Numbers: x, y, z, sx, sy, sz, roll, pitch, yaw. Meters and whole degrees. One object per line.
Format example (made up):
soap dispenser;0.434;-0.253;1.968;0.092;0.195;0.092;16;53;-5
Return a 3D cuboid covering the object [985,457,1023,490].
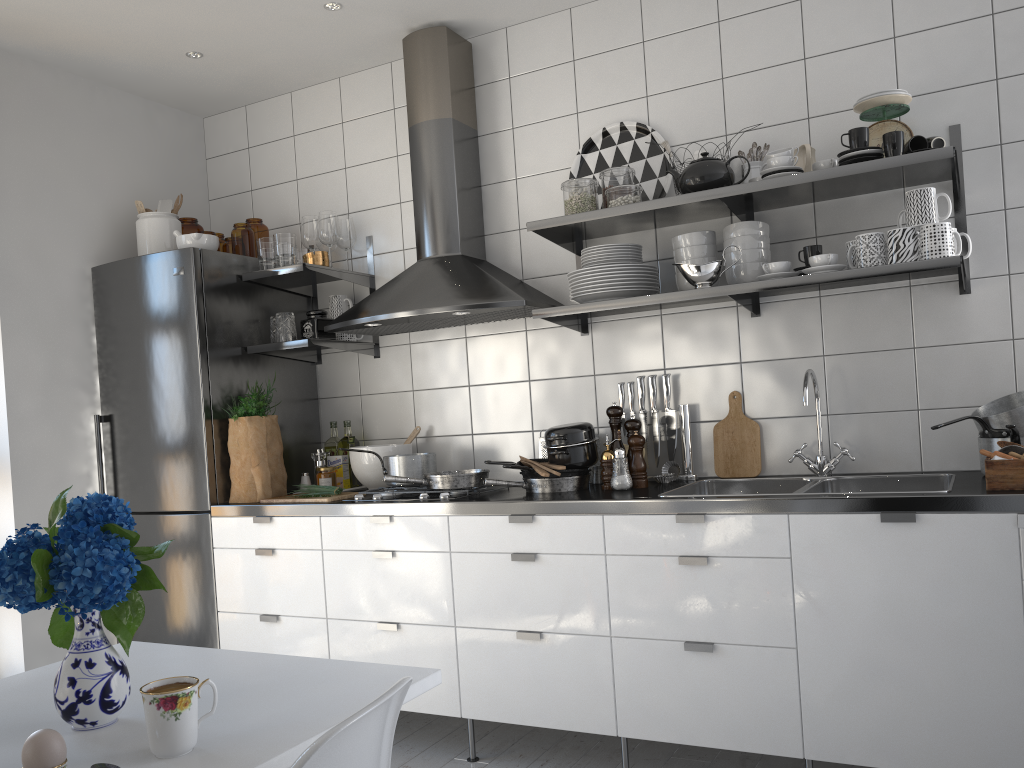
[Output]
object;1.345;0.200;2.192;0.301;0.100;0.211;-5;-2;30

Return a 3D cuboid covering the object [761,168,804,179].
object;0.796;-0.607;2.606;0.121;0.021;0.121;-5;-2;32

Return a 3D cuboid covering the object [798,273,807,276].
object;0.920;-0.326;2.689;0.121;0.021;0.121;-3;-2;-27

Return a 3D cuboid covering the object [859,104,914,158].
object;1.115;-0.711;2.641;0.159;0.208;0.185;-4;-1;28

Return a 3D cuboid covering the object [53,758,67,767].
object;-0.552;0.478;1.050;0.048;0.057;0.048;-4;-1;-21

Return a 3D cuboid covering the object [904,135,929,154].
object;1.116;-0.650;2.454;0.069;0.058;0.080;-4;-1;1

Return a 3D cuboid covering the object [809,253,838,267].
object;0.888;-0.341;2.526;0.079;0.048;0.082;-5;-2;40

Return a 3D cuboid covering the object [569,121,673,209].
object;0.385;-0.737;3.157;0.395;0.393;0.053;-4;0;28

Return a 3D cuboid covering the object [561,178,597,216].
object;0.224;-0.603;2.928;0.121;0.130;0.121;-4;-1;14

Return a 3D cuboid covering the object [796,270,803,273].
object;0.919;-0.335;2.688;0.121;0.023;0.121;-4;-2;-1

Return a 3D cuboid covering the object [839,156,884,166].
object;0.983;-0.613;2.491;0.121;0.021;0.121;-4;-2;5

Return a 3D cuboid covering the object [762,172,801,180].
object;0.797;-0.597;2.606;0.121;0.021;0.121;-5;-2;32

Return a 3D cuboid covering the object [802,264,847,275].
object;0.891;-0.320;2.527;0.121;0.021;0.121;-5;-2;32

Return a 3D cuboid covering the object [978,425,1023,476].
object;1.405;0.177;2.413;0.200;0.154;0.348;-4;-2;12

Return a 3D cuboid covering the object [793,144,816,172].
object;0.908;-0.665;2.762;0.115;0.152;0.127;-3;-1;-36

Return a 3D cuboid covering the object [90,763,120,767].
object;-0.496;0.507;1.144;0.140;0.011;0.032;-5;-2;31

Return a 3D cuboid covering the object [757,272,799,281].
object;0.784;-0.310;2.612;0.121;0.021;0.121;-5;-2;25

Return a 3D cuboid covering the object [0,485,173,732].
object;-0.672;0.344;1.389;0.266;0.377;0.236;-4;0;30

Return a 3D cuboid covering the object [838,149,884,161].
object;0.982;-0.632;2.490;0.121;0.023;0.121;-3;-2;-31

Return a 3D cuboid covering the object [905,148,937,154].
object;1.133;-0.625;2.450;0.121;0.021;0.121;-5;-2;32

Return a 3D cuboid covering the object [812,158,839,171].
object;0.924;-0.626;2.606;0.079;0.048;0.082;-5;-2;40

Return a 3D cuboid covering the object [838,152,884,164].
object;0.982;-0.623;2.491;0.121;0.021;0.121;-5;-2;32

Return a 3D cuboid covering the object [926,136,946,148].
object;1.153;-0.659;2.448;0.069;0.059;0.082;-4;-1;6

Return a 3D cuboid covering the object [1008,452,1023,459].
object;1.322;0.206;2.150;0.030;0.084;0.220;-4;-1;-37

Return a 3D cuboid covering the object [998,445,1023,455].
object;1.296;0.206;2.280;0.118;0.099;0.084;-4;-1;22

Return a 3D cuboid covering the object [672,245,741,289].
object;0.599;-0.350;2.721;0.210;0.135;0.102;-4;-1;10

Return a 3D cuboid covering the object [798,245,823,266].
object;0.913;-0.379;2.697;0.055;0.078;0.070;-4;-1;-12

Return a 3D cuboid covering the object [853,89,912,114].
object;1.108;-0.837;2.652;0.163;0.047;0.164;-3;-2;-13

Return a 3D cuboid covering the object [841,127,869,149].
object;0.972;-0.676;2.496;0.055;0.078;0.070;-3;-1;-42

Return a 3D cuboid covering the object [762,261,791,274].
object;0.782;-0.331;2.610;0.079;0.048;0.082;-4;-1;20

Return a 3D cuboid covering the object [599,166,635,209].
object;0.357;-0.631;2.972;0.121;0.171;0.121;-3;-1;-42

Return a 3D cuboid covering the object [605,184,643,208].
object;0.361;-0.590;2.847;0.121;0.079;0.121;-4;-1;14

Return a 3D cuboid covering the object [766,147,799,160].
object;0.790;-0.666;2.605;0.083;0.067;0.078;-5;-1;43

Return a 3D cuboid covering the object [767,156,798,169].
object;0.792;-0.637;2.606;0.079;0.050;0.082;-4;-1;1

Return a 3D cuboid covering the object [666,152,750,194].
object;0.602;-0.641;2.727;0.177;0.142;0.200;-3;-1;-21

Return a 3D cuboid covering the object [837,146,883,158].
object;0.979;-0.642;2.492;0.121;0.023;0.121;-3;-2;-21

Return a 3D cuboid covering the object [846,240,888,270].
object;1.021;-0.366;2.568;0.083;0.100;0.108;-3;-1;-28

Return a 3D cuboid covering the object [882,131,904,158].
object;1.049;-0.648;2.423;0.055;0.077;0.070;-4;-1;-9

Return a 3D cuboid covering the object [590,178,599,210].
object;0.247;-0.620;3.088;0.121;0.171;0.121;-3;-1;-42

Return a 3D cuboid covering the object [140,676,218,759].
object;-0.472;0.466;1.242;0.078;0.095;0.091;-4;-1;21

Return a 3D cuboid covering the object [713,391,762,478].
object;0.760;0.169;2.999;0.157;0.294;0.047;-4;0;28

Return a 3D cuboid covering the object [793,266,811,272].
object;0.917;-0.345;2.690;0.121;0.023;0.121;-4;-2;9

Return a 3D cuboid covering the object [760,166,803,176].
object;0.792;-0.616;2.607;0.121;0.024;0.121;-5;-2;23

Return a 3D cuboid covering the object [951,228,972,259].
object;1.224;-0.382;2.489;0.108;0.100;0.083;-4;-1;14

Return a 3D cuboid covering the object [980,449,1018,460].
object;1.265;0.207;2.183;0.030;0.093;0.217;-4;-1;-36

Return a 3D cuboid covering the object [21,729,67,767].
object;-0.554;0.441;1.050;0.048;0.063;0.048;-4;-1;32

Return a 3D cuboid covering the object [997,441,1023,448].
object;1.395;0.194;2.268;0.266;0.107;0.048;-5;0;25

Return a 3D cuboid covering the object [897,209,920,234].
object;1.171;-0.477;2.550;0.083;0.100;0.108;-4;-1;-3

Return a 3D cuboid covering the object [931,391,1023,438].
object;1.335;0.105;2.490;0.371;0.169;0.203;-4;-1;5
